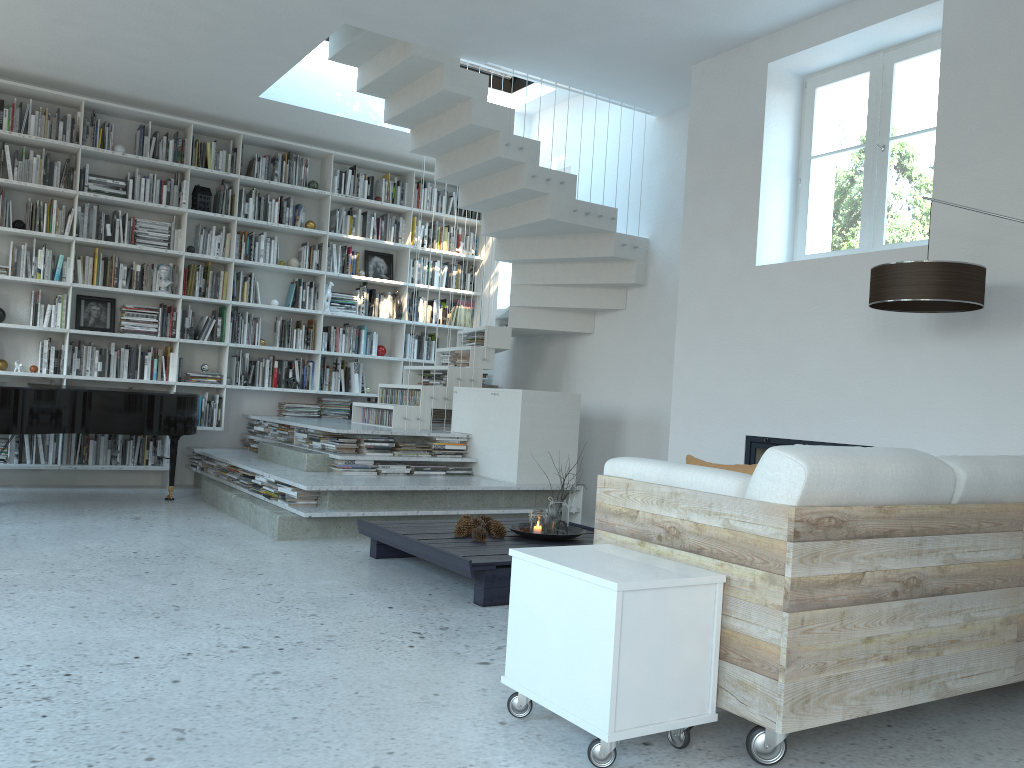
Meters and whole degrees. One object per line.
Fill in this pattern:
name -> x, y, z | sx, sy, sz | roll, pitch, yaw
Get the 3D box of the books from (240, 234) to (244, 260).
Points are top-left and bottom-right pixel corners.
books -> -2.440, -1.213, 7.956 | 0.014, 0.248, 0.176 | 4, -1, -33

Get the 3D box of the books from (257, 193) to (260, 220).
books -> -2.319, -1.585, 8.047 | 0.012, 0.276, 0.133 | 4, -1, -33

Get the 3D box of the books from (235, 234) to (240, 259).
books -> -2.482, -1.212, 7.954 | 0.030, 0.242, 0.138 | 4, -1, -33

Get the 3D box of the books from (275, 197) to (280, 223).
books -> -2.164, -1.568, 8.126 | 0.012, 0.264, 0.156 | 4, -1, -33

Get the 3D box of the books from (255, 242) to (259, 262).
books -> -2.337, -1.178, 8.031 | 0.025, 0.194, 0.171 | 4, -1, -33

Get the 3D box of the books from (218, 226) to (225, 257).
books -> -2.588, -1.246, 7.869 | 0.028, 0.293, 0.154 | 4, -1, -33

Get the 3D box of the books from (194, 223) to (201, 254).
books -> -2.760, -1.255, 7.770 | 0.018, 0.285, 0.159 | 4, -1, -33

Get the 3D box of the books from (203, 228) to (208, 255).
books -> -2.717, -1.233, 7.791 | 0.028, 0.250, 0.164 | 4, -1, -33

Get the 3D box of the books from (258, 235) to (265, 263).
books -> -2.292, -1.209, 8.037 | 0.030, 0.263, 0.182 | 4, -1, -33

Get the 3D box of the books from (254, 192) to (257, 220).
books -> -2.343, -1.583, 8.006 | 0.010, 0.268, 0.166 | 4, -1, -33

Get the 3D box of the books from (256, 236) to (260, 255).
books -> -2.323, -1.208, 8.046 | 0.011, 0.257, 0.131 | 4, -1, -33

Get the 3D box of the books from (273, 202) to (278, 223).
books -> -2.181, -1.542, 8.098 | 0.021, 0.209, 0.180 | 4, -1, -33

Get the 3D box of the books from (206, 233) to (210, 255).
books -> -2.696, -1.211, 7.805 | 0.023, 0.207, 0.171 | 4, -1, -33

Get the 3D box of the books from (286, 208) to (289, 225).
books -> -2.098, -1.521, 8.168 | 0.027, 0.181, 0.176 | 4, -1, -33

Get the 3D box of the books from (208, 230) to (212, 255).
books -> -2.680, -1.224, 7.809 | 0.023, 0.236, 0.178 | 4, -1, -33

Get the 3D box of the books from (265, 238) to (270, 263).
books -> -2.253, -1.197, 8.075 | 0.025, 0.245, 0.183 | 4, -1, -33

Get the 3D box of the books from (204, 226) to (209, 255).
books -> -2.704, -1.246, 7.800 | 0.019, 0.275, 0.146 | 4, -1, -33

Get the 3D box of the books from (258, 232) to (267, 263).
books -> -2.281, -1.224, 8.074 | 0.027, 0.295, 0.159 | 4, -1, -33

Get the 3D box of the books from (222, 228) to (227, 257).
books -> -2.574, -1.237, 7.876 | 0.025, 0.277, 0.173 | 4, -1, -33

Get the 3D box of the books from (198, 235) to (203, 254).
books -> -2.741, -1.203, 7.758 | 0.028, 0.185, 0.181 | 4, -1, -33

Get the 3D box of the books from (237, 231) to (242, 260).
books -> -2.460, -1.229, 7.963 | 0.014, 0.278, 0.154 | 4, -1, -33

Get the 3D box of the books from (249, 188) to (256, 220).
books -> -2.352, -1.603, 8.001 | 0.014, 0.307, 0.152 | 4, -1, -33

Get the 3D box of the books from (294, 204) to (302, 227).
books -> -2.008, -1.542, 8.214 | 0.054, 0.235, 0.171 | 4, -1, -33

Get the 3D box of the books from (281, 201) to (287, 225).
books -> -2.118, -1.551, 8.149 | 0.030, 0.238, 0.185 | 4, -1, -33

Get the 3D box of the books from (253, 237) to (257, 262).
books -> -2.350, -1.201, 8.011 | 0.022, 0.237, 0.164 | 4, -1, -33

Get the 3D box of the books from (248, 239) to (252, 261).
books -> -2.390, -1.193, 8.002 | 0.026, 0.216, 0.161 | 4, -1, -33

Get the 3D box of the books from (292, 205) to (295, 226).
books -> -2.050, -1.533, 8.201 | 0.030, 0.213, 0.156 | 4, -1, -33

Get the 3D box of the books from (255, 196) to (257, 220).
books -> -2.339, -1.566, 8.020 | 0.012, 0.235, 0.165 | 4, -1, -33

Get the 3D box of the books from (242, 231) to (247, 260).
books -> -2.425, -1.229, 7.999 | 0.014, 0.284, 0.135 | 4, -1, -33

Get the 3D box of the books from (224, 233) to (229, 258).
books -> -2.553, -1.211, 7.871 | 0.028, 0.230, 0.176 | 4, -1, -33

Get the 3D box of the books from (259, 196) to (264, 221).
books -> -2.291, -1.566, 8.038 | 0.027, 0.241, 0.160 | 4, -1, -33

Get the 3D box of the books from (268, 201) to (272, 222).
books -> -2.233, -1.549, 8.096 | 0.025, 0.216, 0.144 | 4, -1, -33

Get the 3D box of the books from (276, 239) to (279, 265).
books -> -2.171, -1.195, 8.149 | 0.034, 0.254, 0.161 | 4, -1, -33

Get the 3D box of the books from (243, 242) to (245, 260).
books -> -2.434, -1.177, 7.976 | 0.021, 0.179, 0.136 | 4, -1, -33

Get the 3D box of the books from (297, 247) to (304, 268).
books -> -1.976, -1.164, 8.278 | 0.015, 0.220, 0.140 | 4, -1, -33

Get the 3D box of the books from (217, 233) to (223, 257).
books -> -2.603, -1.217, 7.858 | 0.024, 0.234, 0.149 | 4, -1, -33

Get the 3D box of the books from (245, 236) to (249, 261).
books -> -2.405, -1.204, 7.990 | 0.013, 0.236, 0.157 | 4, -1, -33

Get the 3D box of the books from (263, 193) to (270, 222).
books -> -2.248, -1.584, 8.087 | 0.013, 0.284, 0.154 | 4, -1, -33

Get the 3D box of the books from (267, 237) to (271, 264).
books -> -2.242, -1.204, 8.106 | 0.024, 0.262, 0.133 | 4, -1, -33

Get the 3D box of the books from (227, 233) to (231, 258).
books -> -2.545, -1.215, 7.894 | 0.026, 0.238, 0.173 | 4, -1, -33

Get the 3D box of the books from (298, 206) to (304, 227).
books -> -1.994, -1.531, 8.234 | 0.048, 0.216, 0.182 | 4, -1, -33

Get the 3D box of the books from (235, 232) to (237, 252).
books -> -2.504, -1.219, 7.911 | 0.028, 0.251, 0.190 | 4, -1, -33

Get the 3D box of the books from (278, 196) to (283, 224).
books -> -2.145, -1.576, 8.154 | 0.012, 0.285, 0.159 | 4, -1, -33

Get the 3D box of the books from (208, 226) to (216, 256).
books -> -2.653, -1.242, 7.800 | 0.028, 0.275, 0.186 | 4, -1, -33

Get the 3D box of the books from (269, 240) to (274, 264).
books -> -2.217, -1.188, 8.106 | 0.021, 0.232, 0.183 | 4, -1, -33

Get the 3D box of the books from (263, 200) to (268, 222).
books -> -2.269, -1.555, 8.079 | 0.028, 0.223, 0.142 | 4, -1, -33

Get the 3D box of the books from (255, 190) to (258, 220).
books -> -2.329, -1.596, 8.033 | 0.021, 0.296, 0.138 | 4, -1, -33

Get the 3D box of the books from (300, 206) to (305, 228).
books -> -1.972, -1.536, 8.269 | 0.026, 0.229, 0.140 | 4, -1, -33

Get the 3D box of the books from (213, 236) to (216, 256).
books -> -2.648, -1.201, 7.818 | 0.024, 0.195, 0.172 | 4, -1, -33

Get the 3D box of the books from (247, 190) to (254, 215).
books -> -2.367, -1.592, 7.999 | 0.011, 0.283, 0.173 | 4, -1, -33

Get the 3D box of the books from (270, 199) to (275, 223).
books -> -2.206, -1.557, 8.099 | 0.023, 0.237, 0.149 | 4, -1, -33

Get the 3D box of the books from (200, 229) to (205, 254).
books -> -2.734, -1.231, 7.786 | 0.024, 0.242, 0.159 | 4, -1, -33

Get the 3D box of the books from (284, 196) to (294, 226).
books -> -2.065, -1.571, 8.173 | 0.029, 0.285, 0.183 | 4, -1, -33

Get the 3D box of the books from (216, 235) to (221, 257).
books -> -2.616, -1.207, 7.842 | 0.029, 0.211, 0.157 | 4, -1, -33

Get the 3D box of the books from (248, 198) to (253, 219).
books -> -2.376, -1.556, 7.974 | 0.026, 0.208, 0.181 | 4, -1, -33

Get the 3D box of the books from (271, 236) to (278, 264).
books -> -2.190, -1.206, 8.109 | 0.024, 0.272, 0.169 | 4, -1, -33

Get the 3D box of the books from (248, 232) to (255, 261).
books -> -2.361, -1.223, 7.996 | 0.014, 0.280, 0.177 | 4, -1, -33

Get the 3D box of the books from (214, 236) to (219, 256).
books -> -2.634, -1.201, 7.830 | 0.027, 0.196, 0.185 | 4, -1, -33
